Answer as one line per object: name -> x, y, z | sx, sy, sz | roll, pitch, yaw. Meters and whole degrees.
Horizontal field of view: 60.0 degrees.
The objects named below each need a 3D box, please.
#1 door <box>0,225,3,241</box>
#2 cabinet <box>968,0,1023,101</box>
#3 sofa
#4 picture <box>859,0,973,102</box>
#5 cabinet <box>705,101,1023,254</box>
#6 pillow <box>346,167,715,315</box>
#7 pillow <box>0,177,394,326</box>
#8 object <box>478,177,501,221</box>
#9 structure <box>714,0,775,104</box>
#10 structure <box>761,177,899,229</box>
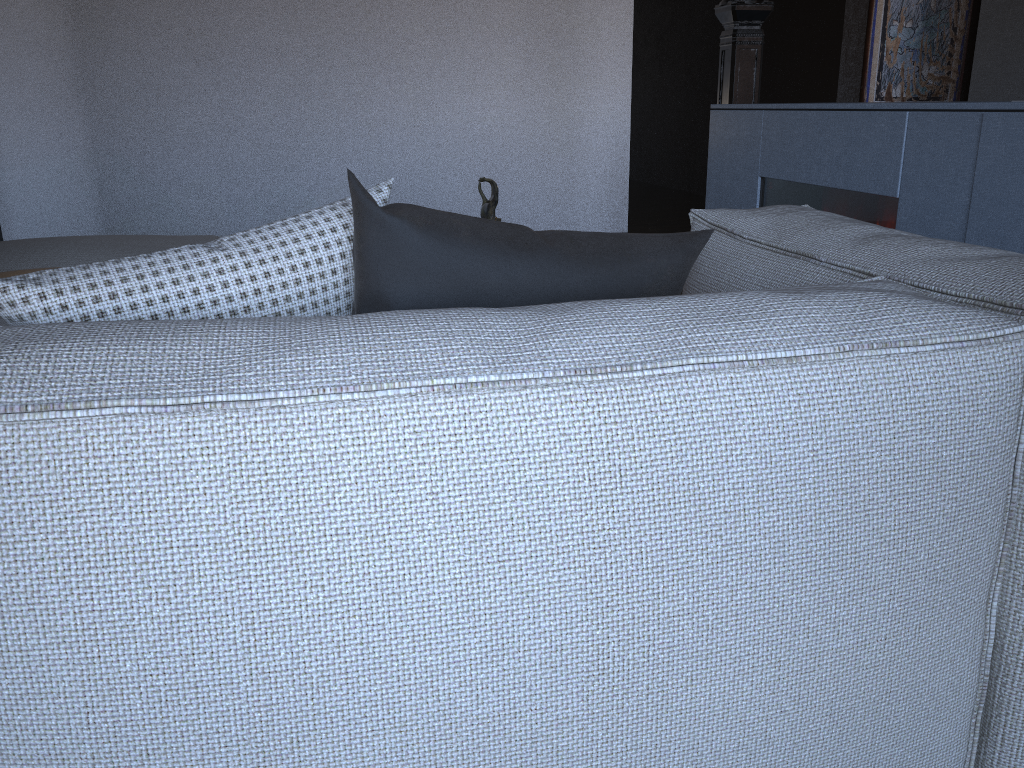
door -> -5.032, -1.768, 4.604 | 4.185, 2.598, 0.138 | -4, 18, -11
cabinet -> 3.621, -1.242, 3.618 | 0.713, 1.812, 4.166 | -4, 18, -11
sofa -> -0.705, -0.144, 2.239 | 2.536, 0.699, 3.295 | -5, 18, -12
picture -> 2.808, -2.627, 6.079 | 0.780, 1.473, 0.067 | -4, 18, -11
cabinet -> 1.473, -0.400, 2.646 | 0.607, 0.845, 2.955 | -4, 18, -11
pillow -> -0.016, -0.076, 1.146 | 0.538, 0.418, 0.238 | -8, 19, -21
pillow -> -0.351, -0.045, 1.107 | 0.543, 0.403, 0.250 | -11, 20, -28
object -> -0.077, -0.573, 2.926 | 0.099, 0.223, 0.093 | 8, 20, 26
structure -> -2.376, -0.970, 2.028 | 8.509, 2.398, 0.481 | -11, 20, -29
structure -> 1.240, -0.525, 3.149 | 0.332, 0.395, 0.942 | -4, 18, -11
